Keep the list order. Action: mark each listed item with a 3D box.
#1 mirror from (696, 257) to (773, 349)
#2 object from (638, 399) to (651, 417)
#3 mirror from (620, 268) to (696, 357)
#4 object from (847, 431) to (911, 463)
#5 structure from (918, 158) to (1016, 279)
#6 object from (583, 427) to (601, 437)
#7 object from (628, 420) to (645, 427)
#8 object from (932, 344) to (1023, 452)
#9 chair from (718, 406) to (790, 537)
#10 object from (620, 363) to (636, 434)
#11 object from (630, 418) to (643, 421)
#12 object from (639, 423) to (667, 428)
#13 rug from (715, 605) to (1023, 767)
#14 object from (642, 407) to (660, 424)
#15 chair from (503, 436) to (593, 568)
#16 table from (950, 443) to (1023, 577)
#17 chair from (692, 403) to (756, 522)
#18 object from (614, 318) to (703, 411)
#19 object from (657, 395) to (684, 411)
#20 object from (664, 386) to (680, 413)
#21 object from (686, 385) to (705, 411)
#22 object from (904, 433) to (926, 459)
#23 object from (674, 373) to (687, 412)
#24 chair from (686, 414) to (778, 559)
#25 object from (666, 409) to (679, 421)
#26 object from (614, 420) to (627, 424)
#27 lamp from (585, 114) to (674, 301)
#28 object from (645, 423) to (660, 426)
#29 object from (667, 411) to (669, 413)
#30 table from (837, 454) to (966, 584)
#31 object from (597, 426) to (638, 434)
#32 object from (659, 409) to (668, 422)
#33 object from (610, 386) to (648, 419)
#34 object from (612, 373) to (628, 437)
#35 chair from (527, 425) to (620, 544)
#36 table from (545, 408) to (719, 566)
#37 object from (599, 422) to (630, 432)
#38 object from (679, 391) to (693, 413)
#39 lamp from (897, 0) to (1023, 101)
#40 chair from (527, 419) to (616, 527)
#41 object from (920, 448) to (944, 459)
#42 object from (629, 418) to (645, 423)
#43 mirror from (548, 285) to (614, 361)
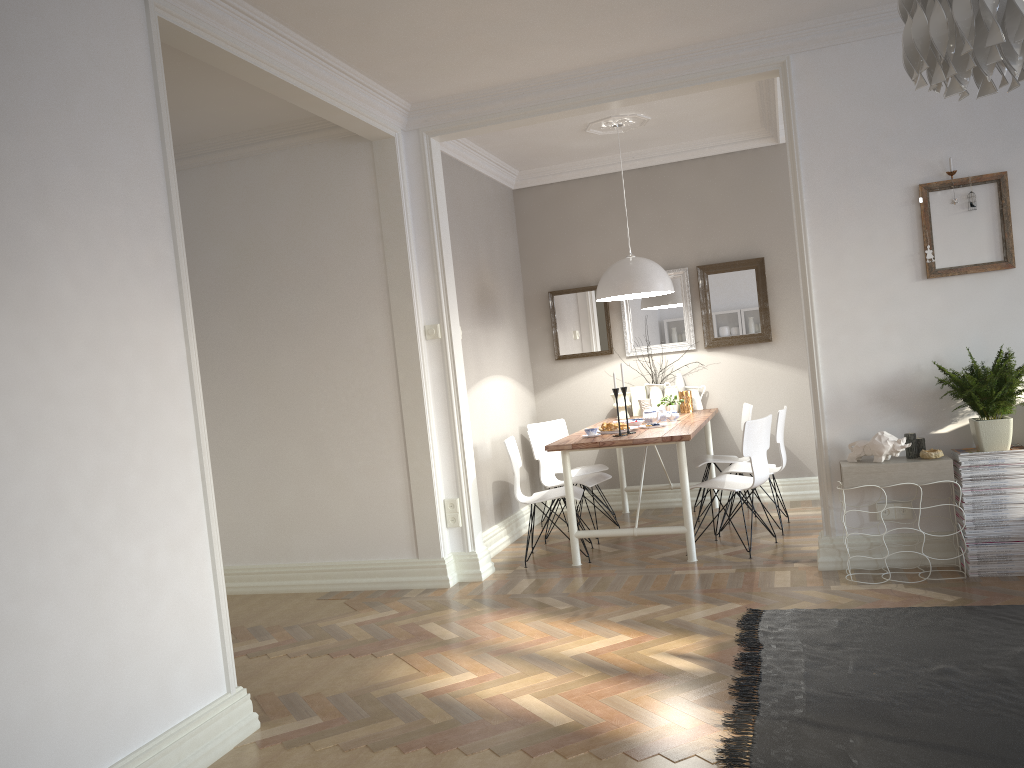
[{"bbox_3d":[1.691,-0.611,6.747,0.503,0.637,0.049,-6,2,18],"label":"mirror"},{"bbox_3d":[1.025,0.182,6.804,0.094,0.132,0.097,-7,2,-16],"label":"object"},{"bbox_3d":[1.132,-0.557,6.935,0.544,0.633,0.047,-6,2,18],"label":"mirror"},{"bbox_3d":[1.800,0.306,4.355,0.137,0.150,0.311,-7,2,-42],"label":"object"},{"bbox_3d":[2.217,-0.828,4.340,0.399,0.575,0.053,-6,2,15],"label":"structure"},{"bbox_3d":[0.498,0.299,5.491,0.116,0.056,0.137,-7,2,-42],"label":"object"},{"bbox_3d":[0.819,0.267,5.895,0.129,0.038,0.129,-6,1,18],"label":"object"},{"bbox_3d":[2.254,0.076,4.213,0.438,0.527,0.368,-6,2,18],"label":"object"},{"bbox_3d":[1.583,0.563,5.800,0.479,0.786,0.431,-5,2,23],"label":"chair"},{"bbox_3d":[0.691,0.082,5.434,0.095,0.449,0.095,-6,2,13],"label":"object"},{"bbox_3d":[0.864,0.261,6.257,0.194,0.022,0.201,-5,1,38],"label":"object"},{"bbox_3d":[0.914,0.272,5.741,0.180,0.014,0.180,-6,1,-17],"label":"object"},{"bbox_3d":[1.750,0.983,2.806,2.112,0.055,2.013,-6,1,17],"label":"rug"},{"bbox_3d":[0.946,0.211,6.021,0.143,0.119,0.124,-6,2,22],"label":"object"},{"bbox_3d":[0.232,0.712,5.599,0.479,0.786,0.431,-6,2,8],"label":"chair"},{"bbox_3d":[2.322,0.604,4.262,0.321,0.597,0.246,-6,2,18],"label":"table"},{"bbox_3d":[1.535,0.557,6.445,0.479,0.786,0.431,-6,2,8],"label":"chair"},{"bbox_3d":[1.131,-0.155,6.790,0.698,0.781,0.351,-6,2,0],"label":"object"},{"bbox_3d":[1.180,0.154,6.572,0.177,0.162,0.169,-7,2,-32],"label":"object"},{"bbox_3d":[1.223,0.122,6.779,0.114,0.209,0.112,-6,2,18],"label":"object"},{"bbox_3d":[1.410,0.108,6.823,0.135,0.194,0.116,-8,2,-42],"label":"object"},{"bbox_3d":[1.980,0.294,4.362,0.123,0.134,0.062,-7,2,-31],"label":"object"},{"bbox_3d":[1.305,0.065,6.876,0.091,0.301,0.091,-7,2,-29],"label":"object"},{"bbox_3d":[1.309,0.602,5.305,0.479,0.786,0.431,-5,2,38],"label":"chair"},{"bbox_3d":[1.097,0.210,6.050,0.090,0.086,0.090,-7,2,-28],"label":"object"},{"bbox_3d":[0.756,0.271,6.052,0.129,0.038,0.129,-6,1,23],"label":"object"},{"bbox_3d":[0.773,-1.183,6.005,0.530,1.182,0.529,-5,2,25],"label":"lamp"},{"bbox_3d":[0.916,0.268,5.729,0.100,0.025,0.066,-6,1,-5],"label":"object"},{"bbox_3d":[1.076,0.223,6.297,0.116,0.056,0.116,-6,1,-10],"label":"object"},{"bbox_3d":[1.904,0.659,4.359,0.553,0.576,0.298,-6,2,18],"label":"table"},{"bbox_3d":[0.668,0.296,5.681,0.287,0.020,0.287,-6,1,5],"label":"object"},{"bbox_3d":[1.041,0.215,6.133,0.072,0.086,0.086,-7,2,-17],"label":"object"},{"bbox_3d":[0.913,0.143,6.920,0.310,0.228,0.173,-7,2,-29],"label":"object"},{"bbox_3d":[0.633,0.117,5.345,0.095,0.397,0.095,-6,2,13],"label":"object"},{"bbox_3d":[0.427,0.682,6.168,0.479,0.786,0.431,-5,2,28],"label":"chair"},{"bbox_3d":[0.932,0.648,6.050,0.853,0.750,1.984,-6,1,18],"label":"table"},{"bbox_3d":[0.642,0.273,5.676,0.197,0.063,0.188,-6,1,-12],"label":"object"},{"bbox_3d":[1.317,0.136,6.711,0.095,0.163,0.095,-7,2,-32],"label":"object"},{"bbox_3d":[1.006,-1.185,1.937,0.354,1.066,0.354,-7,2,-30],"label":"lamp"},{"bbox_3d":[0.445,0.669,6.756,0.431,0.786,0.479,-8,2,-41],"label":"chair"},{"bbox_3d":[2.021,0.336,4.266,0.099,0.046,0.104,-7,1,-26],"label":"object"},{"bbox_3d":[0.866,0.265,6.253,0.287,0.020,0.287,-6,1,-10],"label":"object"},{"bbox_3d":[0.552,-0.491,7.118,0.474,0.558,0.051,-6,2,18],"label":"mirror"}]
